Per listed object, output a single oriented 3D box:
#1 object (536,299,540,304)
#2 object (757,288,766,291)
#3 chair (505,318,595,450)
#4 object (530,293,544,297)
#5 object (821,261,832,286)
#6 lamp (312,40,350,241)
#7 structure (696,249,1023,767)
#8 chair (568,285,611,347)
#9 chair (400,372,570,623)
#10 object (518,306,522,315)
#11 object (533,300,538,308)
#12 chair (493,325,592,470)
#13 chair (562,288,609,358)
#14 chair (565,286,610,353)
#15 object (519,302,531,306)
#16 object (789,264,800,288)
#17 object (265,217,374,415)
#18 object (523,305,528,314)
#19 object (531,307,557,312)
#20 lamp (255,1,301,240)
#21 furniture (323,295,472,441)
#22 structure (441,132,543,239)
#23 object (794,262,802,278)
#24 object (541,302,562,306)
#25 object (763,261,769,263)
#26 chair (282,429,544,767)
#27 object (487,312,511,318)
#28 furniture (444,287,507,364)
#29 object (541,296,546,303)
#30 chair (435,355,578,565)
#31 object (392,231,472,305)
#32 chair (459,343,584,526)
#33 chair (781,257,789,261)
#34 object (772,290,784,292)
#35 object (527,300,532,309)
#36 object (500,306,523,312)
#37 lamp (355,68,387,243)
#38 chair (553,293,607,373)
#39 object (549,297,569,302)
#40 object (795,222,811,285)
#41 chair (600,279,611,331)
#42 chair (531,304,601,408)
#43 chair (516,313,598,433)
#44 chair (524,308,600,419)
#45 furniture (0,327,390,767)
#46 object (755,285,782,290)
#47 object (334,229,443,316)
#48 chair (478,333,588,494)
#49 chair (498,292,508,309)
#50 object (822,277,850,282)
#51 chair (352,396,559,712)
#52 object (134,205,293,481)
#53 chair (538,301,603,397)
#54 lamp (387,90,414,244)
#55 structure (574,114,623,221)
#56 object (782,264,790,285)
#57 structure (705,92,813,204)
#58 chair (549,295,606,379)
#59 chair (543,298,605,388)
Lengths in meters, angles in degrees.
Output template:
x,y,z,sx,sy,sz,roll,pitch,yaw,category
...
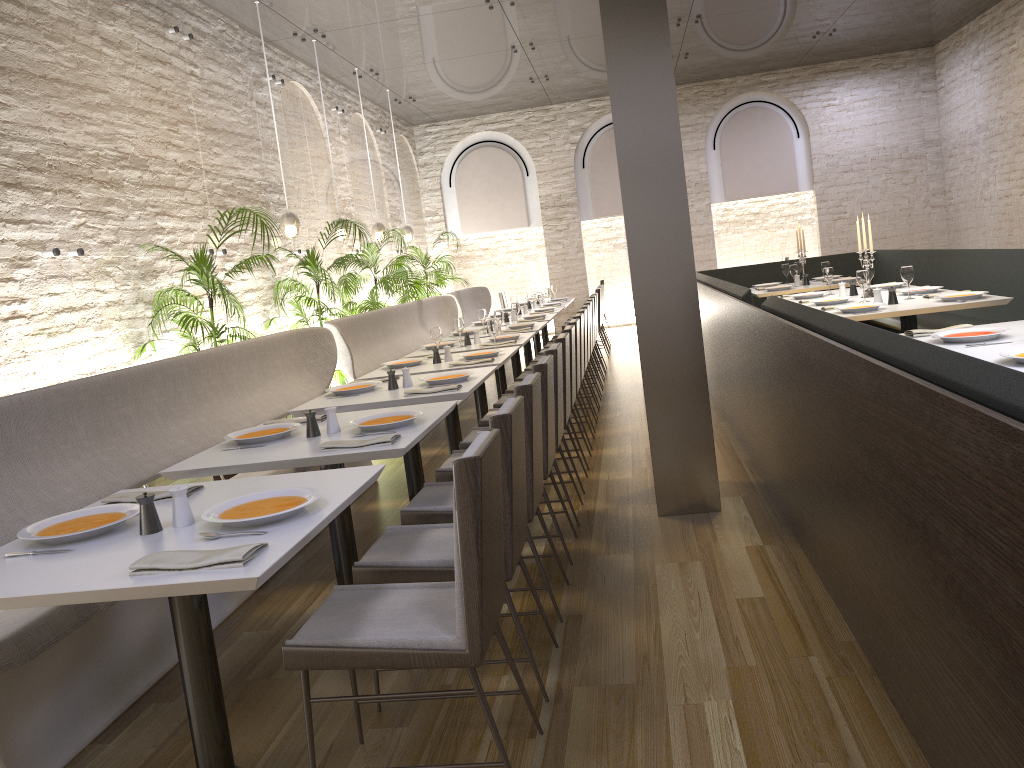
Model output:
x,y,z,sx,sy,sz,roll,pitch,yaw,category
0.372,-1.209,12.725,0.059,0.109,0.060,-2,8,44,object
2.710,-0.998,9.248,0.272,0.033,0.143,-6,7,8,object
0.255,0.020,6.377,0.565,0.902,0.414,-6,6,8,chair
0.448,-1.572,15.670,0.321,0.036,0.323,0,10,43,object
3.114,-1.095,8.781,0.086,0.230,0.087,-2,8,44,object
-1.878,-2.481,9.075,0.178,2.033,0.178,-8,5,-7,lamp
2.556,-0.172,5.239,2.370,0.997,10.801,-6,8,8,structure
1.100,-0.953,12.859,0.565,0.902,0.414,-6,6,8,chair
-0.119,0.450,3.509,0.565,0.902,0.414,-6,6,8,chair
0.083,-0.877,10.513,0.059,0.109,0.060,-2,8,44,object
0.300,-1.054,11.636,0.059,0.109,0.060,-2,8,44,object
0.182,0.103,5.819,0.565,0.902,0.414,-6,6,8,chair
0.953,-0.785,11.736,0.565,0.902,0.414,-6,6,8,chair
1.025,-0.868,12.289,0.565,0.902,0.414,-6,6,8,chair
0.145,-1.154,12.830,0.321,0.036,0.323,0,11,45,object
2.899,-1.110,9.101,0.086,0.230,0.087,-2,8,44,object
-1.740,-0.488,8.122,1.144,1.967,1.194,-3,7,39,object
0.158,-0.891,10.548,0.059,0.109,0.060,-2,8,44,object
0.385,-0.879,10.540,0.321,0.036,0.323,0,11,45,object
-2.059,-2.274,7.692,0.177,2.033,0.178,-4,6,29,lamp
-0.830,-0.270,8.862,0.708,1.093,4.498,-6,7,8,furniture
-0.383,-3.373,14.863,1.632,1.668,0.098,-6,5,8,structure
3.146,-1.223,9.711,0.087,0.230,0.086,-10,6,-22,object
0.527,-1.043,11.628,0.321,0.036,0.323,0,11,45,object
3.235,-1.438,11.241,0.086,0.230,0.086,-3,7,38,object
-0.268,0.622,2.365,0.565,0.902,0.414,-6,6,8,chair
-0.143,-0.822,10.618,0.321,0.036,0.323,0,11,45,object
-0.357,-0.814,12.487,0.707,1.093,2.597,-6,7,8,furniture
0.447,-1.223,12.760,0.059,0.109,0.060,-2,8,44,object
-0.040,0.359,4.117,0.565,0.902,0.414,-6,6,8,chair
-1.151,-1.151,12.531,1.146,1.967,1.191,-8,6,-11,object
0.033,0.275,4.675,0.565,0.902,0.414,-6,6,8,chair
4.463,-1.687,15.127,0.565,0.902,0.414,-6,6,8,chair
2.666,-0.925,8.765,0.185,0.010,0.017,-6,7,8,object
0.225,-1.040,11.600,0.059,0.109,0.060,-2,8,44,object
-0.001,-0.985,11.706,0.321,0.036,0.323,0,11,45,object
-1.696,-2.691,10.472,0.178,2.033,0.178,-9,5,-13,lamp
0.772,-0.576,10.347,0.565,0.902,0.414,-6,6,8,chair
0.673,-1.211,12.752,0.321,0.036,0.323,0,11,45,object
3.031,-1.366,9.269,0.131,0.654,0.392,-6,6,19,object
1.398,-1.352,15.564,0.565,0.902,0.414,-6,6,8,chair
0.476,-0.235,8.071,0.565,0.902,0.414,-6,6,8,chair
0.331,-0.068,6.962,0.565,0.902,0.414,-6,6,8,chair
0.403,-0.151,7.516,0.565,0.902,0.414,-6,6,8,chair
-1.426,0.417,4.287,0.708,1.093,4.498,-6,7,8,furniture
2.730,-1.021,9.401,0.272,0.033,0.143,-6,7,8,object
-1.484,-0.785,10.104,1.150,1.967,1.188,-12,8,-41,object
0.109,0.187,5.260,0.565,0.902,0.414,-6,6,8,chair
0.108,-1.211,15.749,0.565,0.902,0.414,-6,6,8,chair
3.406,-1.094,9.298,0.272,0.033,0.143,-6,7,8,object
-0.196,0.538,2.923,0.565,0.902,0.414,-6,6,8,chair
-2.011,-0.175,6.040,1.144,1.967,1.194,-3,7,39,object
0.552,-0.322,8.655,0.565,0.902,0.414,-6,6,8,chair
-1.518,-2.896,11.840,0.178,2.033,0.178,-9,5,-13,lamp
1.840,-3.616,14.545,1.632,1.668,0.098,-6,5,8,structure
2.957,-1.177,9.549,0.086,0.230,0.087,-2,8,44,object
3.925,-3.843,14.248,1.632,1.668,0.098,-6,5,8,structure
0.701,-0.494,9.797,0.565,0.902,0.414,-6,6,8,chair
0.625,-0.406,9.216,0.565,0.902,0.414,-6,6,8,chair
